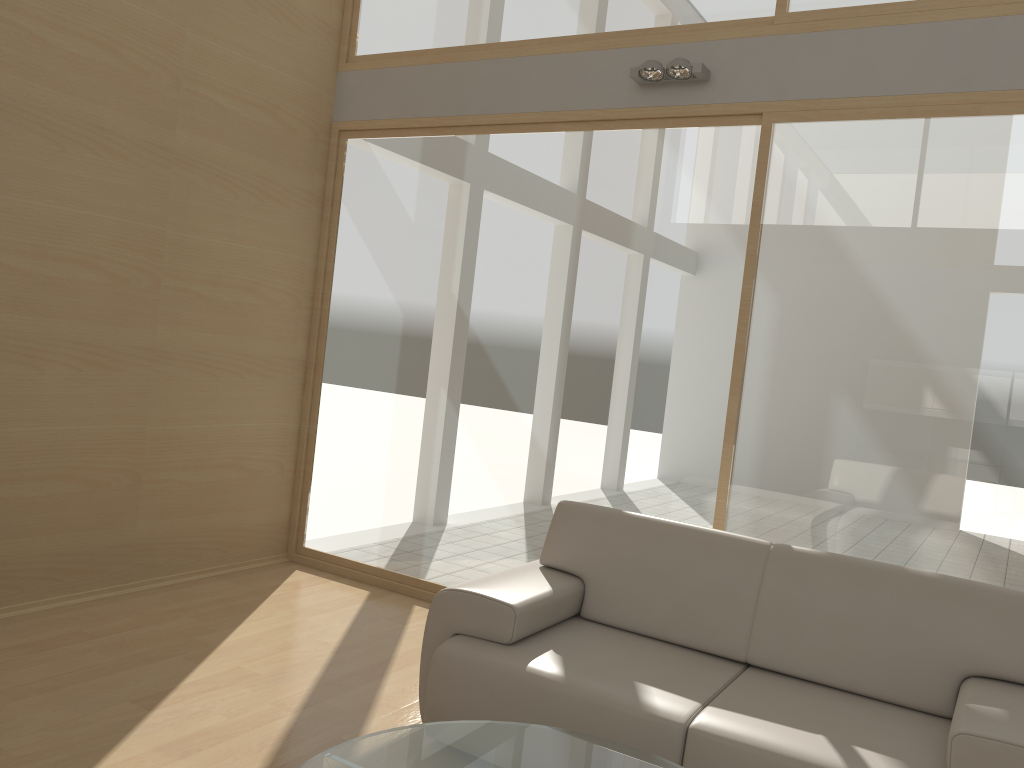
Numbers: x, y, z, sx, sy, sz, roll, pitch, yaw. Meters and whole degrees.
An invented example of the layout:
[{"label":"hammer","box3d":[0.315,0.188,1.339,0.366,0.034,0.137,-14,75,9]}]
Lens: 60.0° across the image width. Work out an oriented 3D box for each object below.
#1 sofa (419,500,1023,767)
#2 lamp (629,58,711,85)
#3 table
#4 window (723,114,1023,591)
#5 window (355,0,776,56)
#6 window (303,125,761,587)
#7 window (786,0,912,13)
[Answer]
[{"label":"sofa","box3d":[0.788,0.987,3.053,2.093,0.846,1.168,8,2,30]},{"label":"lamp","box3d":[0.739,-1.486,4.212,0.360,0.080,0.182,8,2,30]},{"label":"table","box3d":[0.023,1.179,1.958,1.198,0.370,1.198,5,3,-42]},{"label":"window","box3d":[2.137,0.193,3.464,2.525,2.500,0.020,8,2,30]},{"label":"window","box3d":[0.262,-2.928,4.686,2.525,2.200,0.020,8,2,30]},{"label":"window","box3d":[-0.057,-0.098,4.781,2.525,2.500,0.020,8,2,30]},{"label":"window","box3d":[2.455,-2.637,3.368,2.525,2.200,0.020,8,2,30]}]
